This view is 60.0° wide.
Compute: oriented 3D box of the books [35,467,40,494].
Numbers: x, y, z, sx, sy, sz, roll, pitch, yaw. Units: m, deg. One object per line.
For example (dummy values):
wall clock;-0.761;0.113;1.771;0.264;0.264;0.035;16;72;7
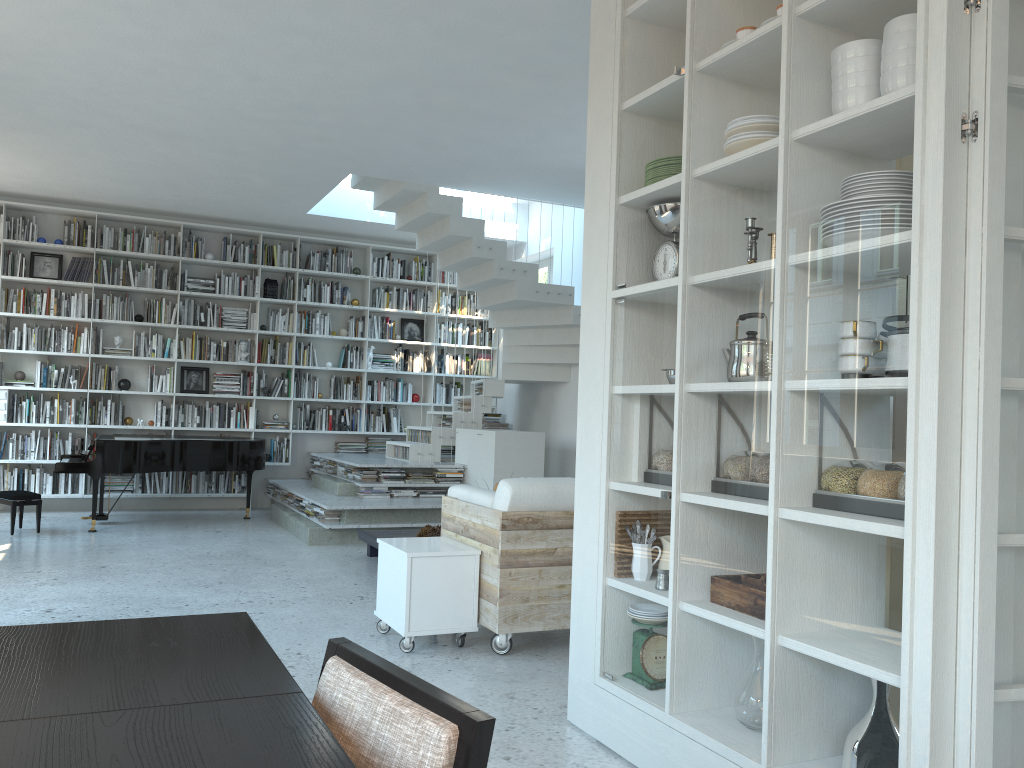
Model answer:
books;-4.886;0.996;9.146;0.031;0.266;0.186;3;-2;-25

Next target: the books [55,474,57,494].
books;-4.746;0.982;9.237;0.013;0.310;0.130;3;-2;-25

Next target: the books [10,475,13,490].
books;-5.106;1.025;9.057;0.022;0.186;0.145;3;-2;-25

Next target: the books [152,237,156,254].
books;-3.901;-1.486;9.650;0.029;0.213;0.141;3;-2;-25

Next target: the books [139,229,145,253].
books;-4.003;-1.522;9.577;0.052;0.273;0.172;3;-2;-25

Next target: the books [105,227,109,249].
books;-4.314;-1.529;9.441;0.031;0.254;0.145;3;-2;-25

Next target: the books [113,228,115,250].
books;-4.249;-1.523;9.465;0.012;0.250;0.174;3;-2;-25

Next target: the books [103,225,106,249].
books;-4.345;-1.542;9.448;0.021;0.279;0.140;3;-2;-25

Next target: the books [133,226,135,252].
books;-4.071;-1.538;9.551;0.010;0.299;0.151;3;-2;-25

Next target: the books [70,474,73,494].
books;-4.603;0.992;9.276;0.012;0.303;0.165;3;-2;-25

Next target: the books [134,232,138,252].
books;-4.059;-1.505;9.570;0.029;0.235;0.130;3;-2;-25

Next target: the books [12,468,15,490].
books;-5.081;0.988;9.049;0.013;0.261;0.174;3;-2;-25

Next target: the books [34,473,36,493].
books;-4.919;1.023;9.159;0.014;0.211;0.146;3;-2;-25

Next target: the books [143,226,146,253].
books;-3.978;-1.541;9.603;0.014;0.315;0.166;3;-2;-25

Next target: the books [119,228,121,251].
books;-4.201;-1.528;9.491;0.010;0.264;0.160;3;-2;-25

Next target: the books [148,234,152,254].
books;-3.934;-1.499;9.625;0.026;0.235;0.134;3;-2;-25

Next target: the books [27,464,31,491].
books;-4.966;0.975;9.109;0.013;0.300;0.183;3;-2;-25

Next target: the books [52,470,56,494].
books;-4.751;1.014;9.201;0.023;0.244;0.188;3;-2;-25

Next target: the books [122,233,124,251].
books;-4.177;-1.502;9.522;0.012;0.216;0.150;3;-2;-25

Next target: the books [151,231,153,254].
books;-3.916;-1.515;9.634;0.014;0.269;0.156;3;-2;-25

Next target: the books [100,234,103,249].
books;-4.363;-1.495;9.429;0.024;0.183;0.133;3;-2;-25

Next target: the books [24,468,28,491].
books;-4.991;0.996;9.113;0.027;0.256;0.160;3;-2;-25

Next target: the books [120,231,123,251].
books;-4.197;-1.512;9.522;0.025;0.234;0.129;3;-2;-25

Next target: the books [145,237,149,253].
books;-3.957;-1.478;9.604;0.031;0.190;0.181;3;-2;-25

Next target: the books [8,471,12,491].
books;-5.121;1.004;9.042;0.022;0.226;0.154;3;-2;-25

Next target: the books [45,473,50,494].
books;-4.806;1.030;9.182;0.028;0.206;0.171;3;-2;-25

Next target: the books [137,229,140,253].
books;-4.033;-1.525;9.565;0.013;0.276;0.164;3;-2;-25

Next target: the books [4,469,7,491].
books;-5.155;0.992;9.036;0.024;0.246;0.143;3;-2;-25

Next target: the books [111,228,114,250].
books;-4.267;-1.525;9.462;0.023;0.251;0.170;3;-2;-25

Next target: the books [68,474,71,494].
books;-4.619;0.995;9.271;0.021;0.295;0.188;3;-2;-25

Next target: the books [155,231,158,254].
books;-3.868;-1.512;9.635;0.014;0.266;0.192;3;-2;-25

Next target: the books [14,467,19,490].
books;-5.067;0.987;9.062;0.023;0.266;0.177;3;-2;-25

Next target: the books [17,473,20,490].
books;-5.054;1.018;9.085;0.022;0.205;0.158;3;-2;-25

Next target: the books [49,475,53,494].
books;-4.776;1.041;9.188;0.031;0.188;0.190;3;-2;-25

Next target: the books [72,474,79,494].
books;-4.579;1.018;9.312;0.065;0.256;0.155;3;-2;-25

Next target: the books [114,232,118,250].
books;-4.226;-1.501;9.462;0.029;0.208;0.178;3;-2;-25

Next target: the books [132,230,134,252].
books;-4.081;-1.515;9.544;0.013;0.251;0.183;3;-2;-25

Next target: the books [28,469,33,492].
books;-4.959;1.003;9.135;0.022;0.246;0.135;3;-2;-25

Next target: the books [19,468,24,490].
books;-5.035;0.996;9.098;0.022;0.252;0.139;3;-2;-25

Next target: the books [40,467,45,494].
books;-4.849;0.998;9.164;0.025;0.266;0.159;3;-2;-25

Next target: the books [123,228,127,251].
books;-4.157;-1.527;9.530;0.028;0.268;0.151;3;-2;-25

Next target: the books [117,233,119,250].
books;-4.212;-1.500;9.483;0.015;0.207;0.166;3;-2;-25

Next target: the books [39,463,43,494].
books;-4.873;0.978;9.173;0.014;0.304;0.139;3;-2;-25

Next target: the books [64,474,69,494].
books;-4.660;1.010;9.284;0.040;0.264;0.137;3;-2;-25

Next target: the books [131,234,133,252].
books;-4.092;-1.498;9.538;0.011;0.216;0.160;3;-2;-25

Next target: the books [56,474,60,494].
books;-4.731;1.031;9.242;0.024;0.214;0.137;3;-2;-25

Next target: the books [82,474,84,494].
books;-4.500;1.032;9.304;0.017;0.233;0.212;3;-2;-25

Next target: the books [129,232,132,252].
books;-4.107;-1.508;9.540;0.013;0.234;0.154;3;-2;-25

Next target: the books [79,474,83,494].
books;-4.537;1.010;9.333;0.027;0.276;0.143;3;-2;-25

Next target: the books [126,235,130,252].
books;-4.128;-1.492;9.533;0.030;0.201;0.152;3;-2;-25

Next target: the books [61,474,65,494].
books;-4.681;1.012;9.249;0.027;0.256;0.179;3;-2;-25

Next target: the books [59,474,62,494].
books;-4.705;1.027;9.241;0.022;0.224;0.141;3;-2;-25

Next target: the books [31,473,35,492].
books;-4.926;1.026;9.123;0.030;0.201;0.168;3;-2;-25

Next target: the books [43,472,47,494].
books;-4.828;1.023;9.173;0.021;0.218;0.190;3;-2;-25

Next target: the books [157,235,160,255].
books;-3.856;-1.492;9.649;0.021;0.228;0.161;3;-2;-25

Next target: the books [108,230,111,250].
books;-4.288;-1.510;9.449;0.023;0.220;0.181;3;-2;-25

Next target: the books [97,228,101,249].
books;-4.380;-1.524;9.404;0.029;0.237;0.156;3;-2;-25

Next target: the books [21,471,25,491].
books;-5.011;1.012;9.098;0.022;0.221;0.163;3;-2;-25

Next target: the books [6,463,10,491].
books;-5.137;0.957;9.042;0.011;0.318;0.157;3;-2;-25
